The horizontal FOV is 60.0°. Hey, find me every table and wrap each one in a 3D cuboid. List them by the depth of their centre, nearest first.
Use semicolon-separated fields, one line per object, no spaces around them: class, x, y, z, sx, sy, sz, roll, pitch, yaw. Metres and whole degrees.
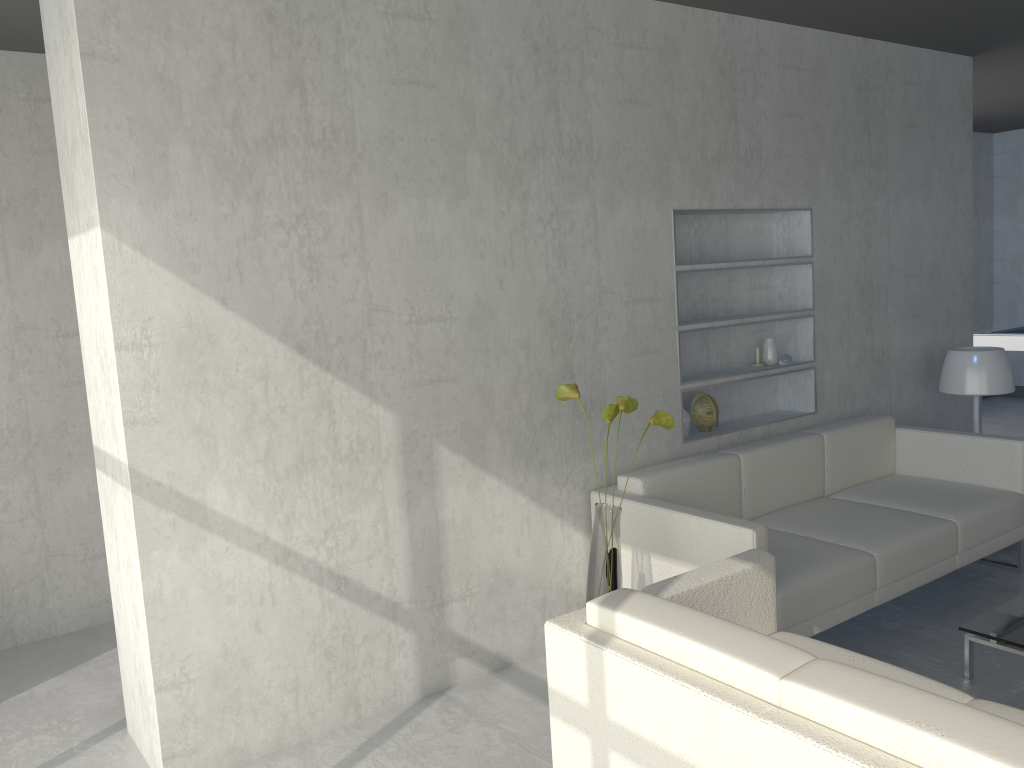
table;2.011;0.880;2.856;0.730;0.190;0.773;-8;8;-35
table;4.359;0.017;5.951;1.180;0.835;2.095;-8;8;-35

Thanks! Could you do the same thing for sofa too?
sofa;0.971;0.848;1.691;0.821;0.658;1.881;-8;8;-35
sofa;1.319;0.588;3.701;1.881;0.658;0.821;-8;8;-35

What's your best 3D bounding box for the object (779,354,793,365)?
object;1.314;-0.118;4.253;0.064;0.050;0.064;-7;8;-29

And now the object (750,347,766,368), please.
object;1.171;-0.128;4.226;0.074;0.094;0.074;-1;7;19

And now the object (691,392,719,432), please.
object;0.889;0.125;4.010;0.088;0.179;0.163;3;9;44

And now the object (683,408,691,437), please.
object;0.755;0.168;3.949;0.086;0.128;0.086;-7;7;-24

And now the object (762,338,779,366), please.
object;1.241;-0.156;4.268;0.079;0.130;0.079;-9;8;-37

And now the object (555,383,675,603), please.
object;0.407;0.522;3.101;0.400;1.051;0.387;-5;7;-7

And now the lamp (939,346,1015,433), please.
lamp;2.383;0.110;4.551;0.347;0.582;0.347;-1;7;23
